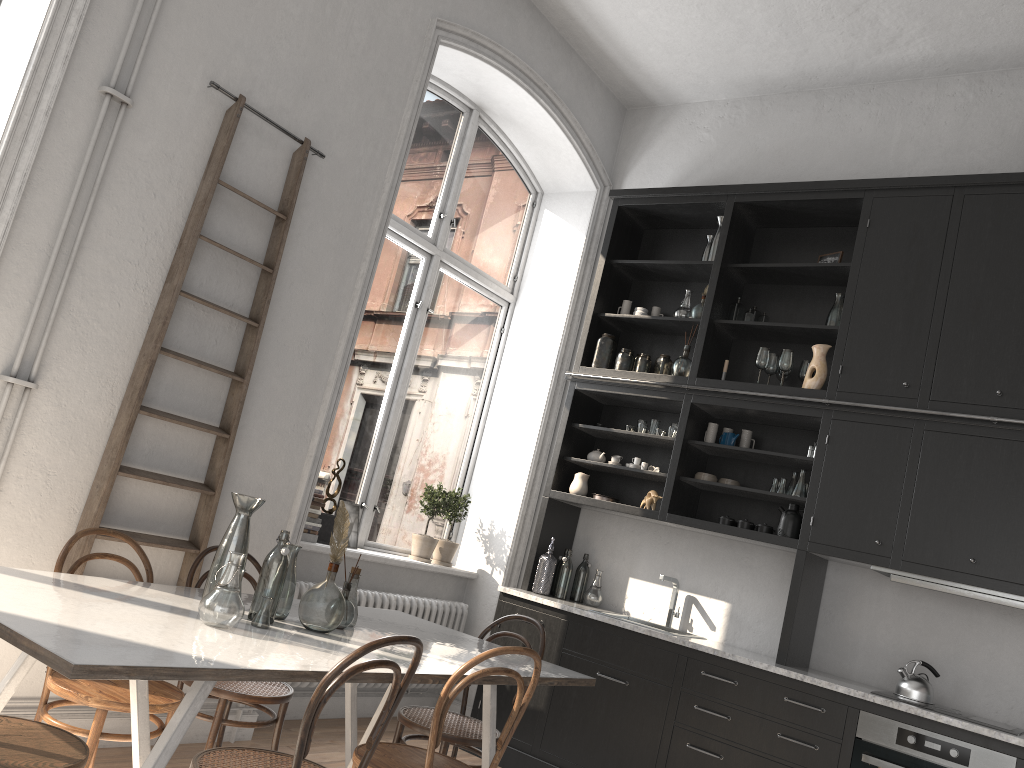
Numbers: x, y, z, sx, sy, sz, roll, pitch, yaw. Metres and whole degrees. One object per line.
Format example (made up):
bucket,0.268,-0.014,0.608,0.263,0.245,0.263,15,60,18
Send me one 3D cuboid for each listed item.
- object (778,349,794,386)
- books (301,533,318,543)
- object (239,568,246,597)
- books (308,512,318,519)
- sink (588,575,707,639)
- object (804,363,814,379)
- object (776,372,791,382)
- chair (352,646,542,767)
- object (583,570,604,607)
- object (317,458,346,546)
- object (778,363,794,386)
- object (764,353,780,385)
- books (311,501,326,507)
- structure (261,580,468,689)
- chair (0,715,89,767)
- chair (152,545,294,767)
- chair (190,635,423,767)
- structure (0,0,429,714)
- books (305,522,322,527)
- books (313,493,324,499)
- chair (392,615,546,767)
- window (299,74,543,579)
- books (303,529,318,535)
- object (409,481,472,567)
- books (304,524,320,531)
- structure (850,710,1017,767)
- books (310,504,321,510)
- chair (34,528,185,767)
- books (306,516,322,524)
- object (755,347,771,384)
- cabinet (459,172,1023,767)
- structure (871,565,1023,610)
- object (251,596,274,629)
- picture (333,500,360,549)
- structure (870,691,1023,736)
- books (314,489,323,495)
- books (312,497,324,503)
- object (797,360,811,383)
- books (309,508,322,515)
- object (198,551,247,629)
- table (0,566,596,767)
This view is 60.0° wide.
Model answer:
object,1.510,-0.079,4.918,0.083,0.221,0.083,15,-9,-6
books,-1.204,0.804,4.784,0.192,0.043,0.248,7,-12,37
object,-0.886,0.666,2.820,0.083,0.157,0.084,8,-11,33
books,-1.175,0.692,4.822,0.205,0.022,0.155,21,-12,-38
sink,0.787,1.327,5.006,0.526,0.504,0.515,7,-12,37
object,1.650,-0.023,4.936,0.046,0.186,0.046,12,-9,10
object,1.570,-0.025,5.147,0.083,0.221,0.083,17,-10,-21
chair,-0.267,1.248,2.884,0.438,0.919,0.549,22,-12,-41
object,0.514,1.255,5.452,0.120,0.219,0.132,7,-12,37
object,-1.028,0.657,5.021,0.122,0.487,0.102,19,-10,-28
object,1.541,-0.054,5.017,0.083,0.221,0.083,7,-11,36
object,1.475,-0.062,5.066,0.083,0.221,0.083,9,-10,29
books,-1.163,0.627,4.829,0.174,0.019,0.244,7,-12,37
structure,-0.831,1.474,5.146,0.194,0.551,1.580,7,-12,37
chair,-1.318,0.863,2.171,0.437,0.919,0.550,5,-13,45
chair,-1.107,1.147,3.512,0.549,0.919,0.438,5,-13,44
chair,-0.622,1.084,2.447,0.549,0.919,0.438,8,-11,32
structure,-1.385,-0.704,3.930,0.340,4.468,5.191,7,-12,37
books,-1.191,0.734,4.814,0.192,0.014,0.256,6,-12,40
books,-1.150,0.587,4.840,0.155,0.020,0.205,7,-12,37
chair,-0.212,1.399,3.687,0.550,0.919,0.437,22,-12,-39
window,1.554,-3.116,13.087,26.384,15.914,14.411,7,-12,37
books,-1.194,0.773,4.790,0.175,0.023,0.250,8,-11,33
object,-0.476,0.909,5.799,0.234,0.523,0.501,9,-10,26
books,-1.189,0.751,4.794,0.175,0.023,0.250,7,-12,37
structure,1.897,1.873,3.979,0.621,0.622,0.619,7,-12,37
books,-1.165,0.648,4.829,0.155,0.022,0.205,8,-11,32
chair,-1.365,0.997,3.015,0.549,0.919,0.438,8,-11,35
books,-1.188,0.713,4.817,0.193,0.028,0.246,8,-11,32
object,1.405,-0.092,4.995,0.083,0.221,0.083,17,-10,-21
cabinet,1.569,0.620,4.652,3.249,3.578,0.636,7,-11,37
structure,2.201,0.973,4.244,0.843,0.123,0.380,7,-12,37
object,-0.785,0.721,2.806,0.058,0.094,0.058,18,-10,-24
picture,-0.984,0.818,5.175,0.148,0.264,0.222,10,-10,21
structure,1.994,1.496,4.047,0.592,0.011,0.428,7,-12,37
books,-1.155,0.564,4.844,0.159,0.024,0.201,9,-11,27
books,-1.163,0.604,4.826,0.232,0.023,0.162,21,-12,-36
object,1.661,-0.020,5.042,0.083,0.221,0.083,7,-11,36
books,-1.172,0.670,4.832,0.158,0.024,0.223,7,-12,37
object,-0.849,0.613,2.648,0.132,0.219,0.132,9,-10,26
table,-0.808,1.195,2.940,1.099,0.779,2.204,7,-12,37
